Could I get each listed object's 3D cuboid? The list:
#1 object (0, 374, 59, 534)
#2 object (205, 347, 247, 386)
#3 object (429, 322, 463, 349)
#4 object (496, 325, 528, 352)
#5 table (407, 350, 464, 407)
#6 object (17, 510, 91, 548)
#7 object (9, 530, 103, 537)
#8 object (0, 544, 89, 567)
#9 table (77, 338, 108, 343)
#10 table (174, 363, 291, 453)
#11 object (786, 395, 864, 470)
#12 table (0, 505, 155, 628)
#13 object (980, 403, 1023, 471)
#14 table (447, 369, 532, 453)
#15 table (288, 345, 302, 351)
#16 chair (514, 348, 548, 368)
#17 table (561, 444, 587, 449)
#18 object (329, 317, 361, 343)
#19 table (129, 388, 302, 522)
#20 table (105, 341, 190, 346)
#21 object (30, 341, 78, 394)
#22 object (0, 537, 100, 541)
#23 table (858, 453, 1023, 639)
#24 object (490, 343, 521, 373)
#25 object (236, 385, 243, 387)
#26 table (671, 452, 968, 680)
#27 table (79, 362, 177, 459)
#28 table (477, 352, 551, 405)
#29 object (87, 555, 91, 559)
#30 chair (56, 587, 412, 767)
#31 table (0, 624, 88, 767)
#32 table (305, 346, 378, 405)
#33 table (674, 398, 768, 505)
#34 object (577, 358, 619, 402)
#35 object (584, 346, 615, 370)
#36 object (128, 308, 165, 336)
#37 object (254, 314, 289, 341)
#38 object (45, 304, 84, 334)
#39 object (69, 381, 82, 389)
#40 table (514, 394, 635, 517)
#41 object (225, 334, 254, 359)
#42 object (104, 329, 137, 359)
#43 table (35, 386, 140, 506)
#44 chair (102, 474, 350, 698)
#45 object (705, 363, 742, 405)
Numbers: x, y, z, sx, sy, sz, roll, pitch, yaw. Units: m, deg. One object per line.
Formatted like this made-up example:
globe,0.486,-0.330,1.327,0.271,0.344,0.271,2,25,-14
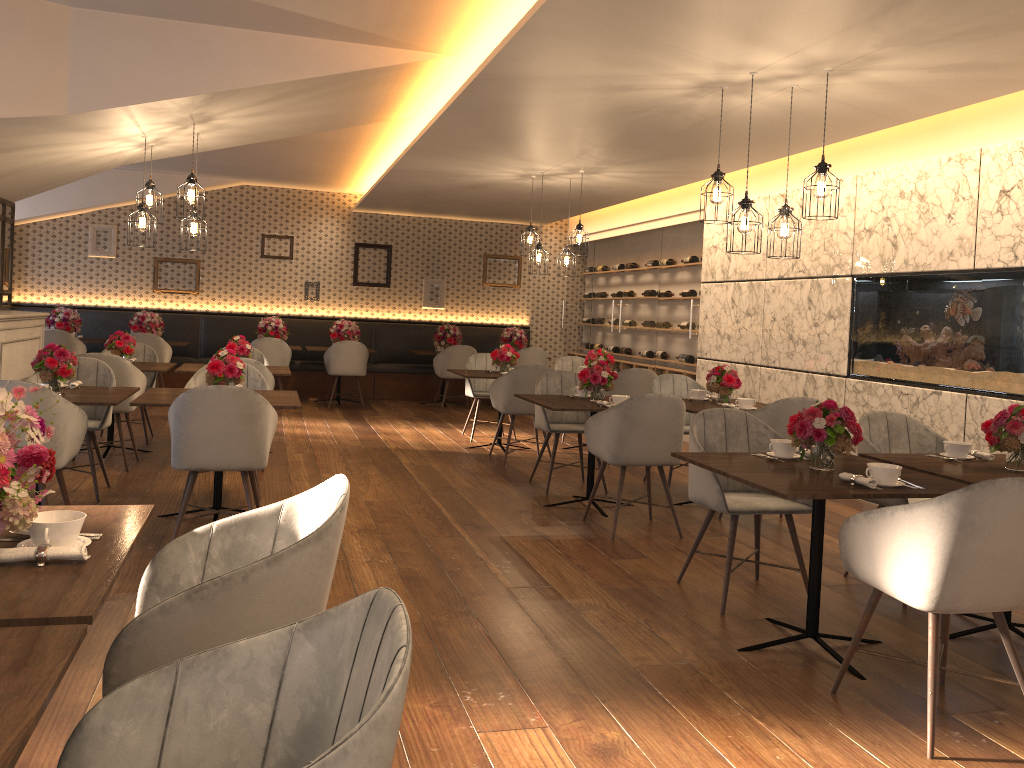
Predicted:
object,-1.157,0.161,1.795,0.419,0.425,0.406,1,3,-27
object,-1.691,-0.075,5.251,0.234,0.301,0.306,3,3,4
object,-0.878,-0.638,12.136,0.406,0.425,0.420,4,3,27
object,0.024,-0.615,12.397,0.406,0.425,0.420,4,3,28
table,-0.950,-0.074,12.219,0.895,0.720,0.899,2,3,-16
object,-1.017,0.331,1.971,0.148,0.072,0.148,5,4,27
object,-1.067,0.349,2.076,0.197,0.015,0.043,1,4,-19
object,-0.988,0.358,1.862,0.175,0.039,0.056,2,4,-15
table,-5.525,-0.195,10.952,0.895,0.720,0.899,2,3,-16
table,-2.364,0.227,7.524,0.895,0.720,0.899,2,3,-16
object,1.280,0.197,3.624,0.305,0.301,0.234,4,3,17
table,-1.315,0.720,1.896,0.895,0.720,0.899,2,3,-16
object,2.202,0.222,3.850,0.305,0.301,0.234,3,2,6
table,-0.110,0.262,8.460,0.895,0.720,0.899,2,3,-16
table,-3.237,-0.134,11.585,0.895,0.720,0.899,2,3,-16
chair,0.193,-0.064,11.836,0.564,0.871,0.527,2,2,-16
table,0.814,0.287,8.716,0.895,0.720,0.899,2,3,-16
object,-2.217,-0.673,11.751,0.419,0.425,0.406,2,3,-13
table,-1.747,0.433,5.284,0.895,0.720,0.899,2,3,-16
table,-4.601,-0.170,11.208,0.895,0.720,0.899,2,3,-16
object,-2.592,-0.098,4.989,0.234,0.301,0.306,1,4,-40
object,-1.065,0.358,2.040,0.210,0.004,0.022,2,5,-16
table,2.156,0.735,3.844,0.895,0.720,0.899,2,3,-16
object,-0.061,-0.251,8.496,0.305,0.301,0.235,1,3,-38
object,-1.728,0.028,5.603,0.056,0.039,0.176,2,4,-16
table,1.232,0.710,3.588,0.895,0.720,0.899,2,3,-16
table,-3.287,0.203,7.268,0.895,0.720,0.899,2,3,-16
table,-0.026,-0.049,12.474,0.895,0.720,0.899,2,3,-16
object,-1.006,0.362,1.893,0.192,0.024,0.025,2,3,-15
chair,-0.425,0.742,1.205,0.526,0.871,0.566,2,2,-16
table,-1.065,0.803,0.991,0.895,0.720,0.899,2,3,-16
table,-2.313,-0.110,11.841,0.895,0.720,0.899,2,3,-16
table,1.472,0.506,6.328,0.895,0.720,0.899,2,3,-16
object,0.597,-0.032,6.107,0.305,0.301,0.235,1,3,-38
object,0.861,-0.224,8.719,0.305,0.301,0.234,3,2,6
object,-4.583,-0.735,11.107,0.419,0.425,0.406,1,3,-27
object,-3.141,-0.704,11.599,0.406,0.425,0.420,4,3,28
object,-5.498,-0.759,10.859,0.406,0.425,0.420,4,3,27
object,-2.638,0.004,5.351,0.056,0.039,0.176,2,4,-16
table,0.548,0.482,6.072,0.895,0.720,0.899,2,3,-16
object,-2.307,-0.280,7.488,0.234,0.301,0.306,3,3,4
object,-3.208,-0.303,7.226,0.234,0.301,0.306,1,4,-40
table,-2.671,0.408,5.029,0.895,0.720,0.899,2,3,-16
chair,-0.675,0.658,2.110,0.526,0.871,0.566,2,2,-16
object,1.522,-0.005,6.333,0.234,0.301,0.306,2,3,-14
